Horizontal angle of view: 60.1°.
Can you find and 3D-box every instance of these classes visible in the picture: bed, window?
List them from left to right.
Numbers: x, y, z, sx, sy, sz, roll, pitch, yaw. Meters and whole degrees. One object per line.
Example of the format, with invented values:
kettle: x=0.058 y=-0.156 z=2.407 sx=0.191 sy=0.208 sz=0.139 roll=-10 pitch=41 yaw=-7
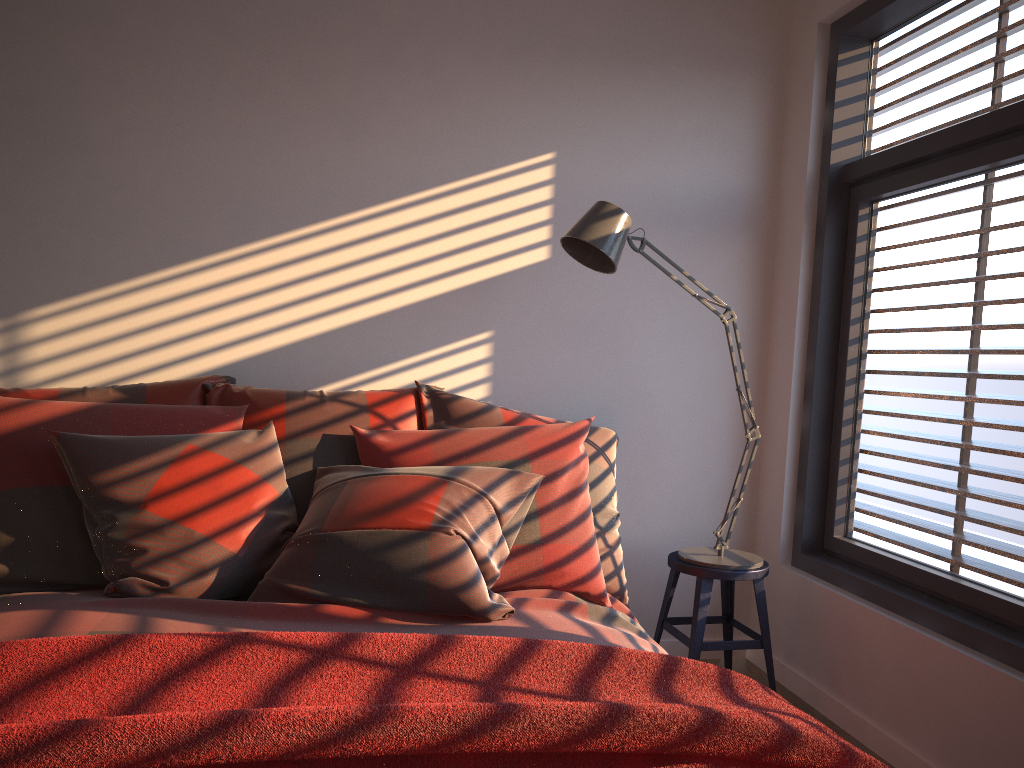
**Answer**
bed: x=-0.424 y=0.668 z=1.913 sx=2.037 sy=0.773 sz=2.305 roll=2 pitch=2 yaw=-12
window: x=1.429 y=-0.247 z=1.931 sx=0.170 sy=1.947 sz=2.627 roll=2 pitch=3 yaw=-12

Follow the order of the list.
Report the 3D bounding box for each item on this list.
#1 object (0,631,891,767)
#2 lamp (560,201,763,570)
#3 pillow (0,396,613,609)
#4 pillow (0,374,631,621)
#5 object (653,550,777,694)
object: x=-0.321 y=0.759 z=1.266 sx=2.645 sy=0.663 sz=0.680 roll=2 pitch=3 yaw=-11
lamp: x=0.488 y=0.020 z=2.848 sx=0.788 sy=1.132 sz=0.278 roll=1 pitch=5 yaw=-20
pillow: x=-0.611 y=0.326 z=2.502 sx=1.815 sy=0.554 sz=0.525 roll=2 pitch=3 yaw=-11
pillow: x=-0.527 y=0.359 z=2.488 sx=2.143 sy=0.736 sz=1.140 roll=2 pitch=3 yaw=-14
object: x=0.682 y=0.832 z=3.005 sx=0.338 sy=0.482 sz=0.340 roll=2 pitch=4 yaw=-14
